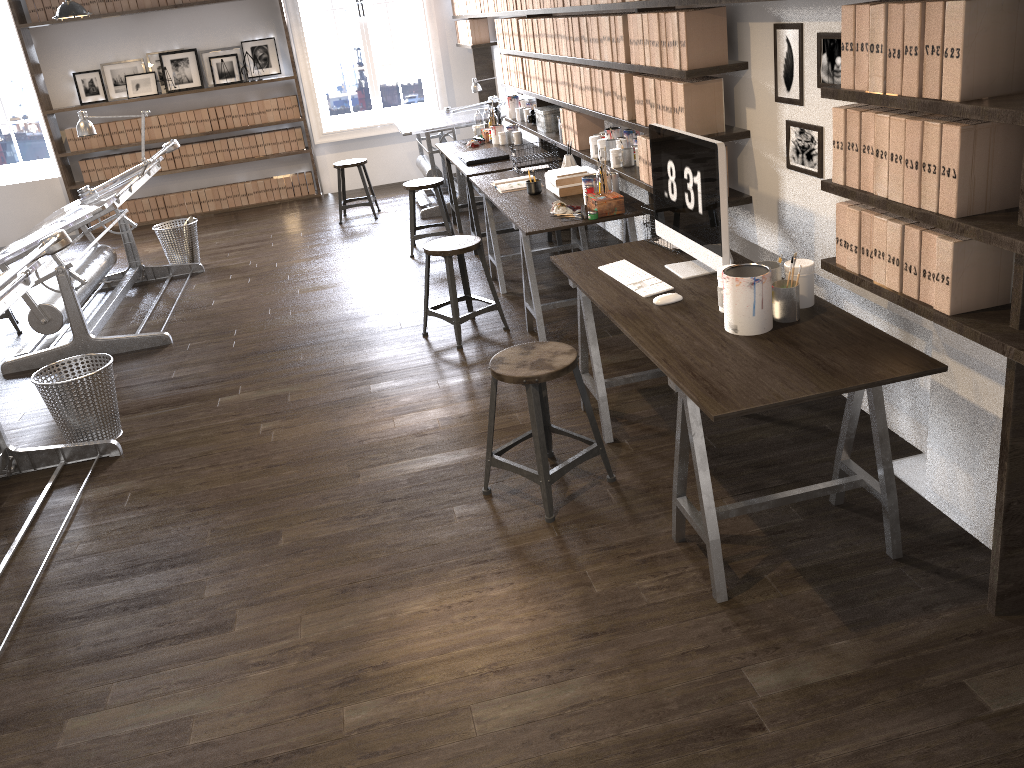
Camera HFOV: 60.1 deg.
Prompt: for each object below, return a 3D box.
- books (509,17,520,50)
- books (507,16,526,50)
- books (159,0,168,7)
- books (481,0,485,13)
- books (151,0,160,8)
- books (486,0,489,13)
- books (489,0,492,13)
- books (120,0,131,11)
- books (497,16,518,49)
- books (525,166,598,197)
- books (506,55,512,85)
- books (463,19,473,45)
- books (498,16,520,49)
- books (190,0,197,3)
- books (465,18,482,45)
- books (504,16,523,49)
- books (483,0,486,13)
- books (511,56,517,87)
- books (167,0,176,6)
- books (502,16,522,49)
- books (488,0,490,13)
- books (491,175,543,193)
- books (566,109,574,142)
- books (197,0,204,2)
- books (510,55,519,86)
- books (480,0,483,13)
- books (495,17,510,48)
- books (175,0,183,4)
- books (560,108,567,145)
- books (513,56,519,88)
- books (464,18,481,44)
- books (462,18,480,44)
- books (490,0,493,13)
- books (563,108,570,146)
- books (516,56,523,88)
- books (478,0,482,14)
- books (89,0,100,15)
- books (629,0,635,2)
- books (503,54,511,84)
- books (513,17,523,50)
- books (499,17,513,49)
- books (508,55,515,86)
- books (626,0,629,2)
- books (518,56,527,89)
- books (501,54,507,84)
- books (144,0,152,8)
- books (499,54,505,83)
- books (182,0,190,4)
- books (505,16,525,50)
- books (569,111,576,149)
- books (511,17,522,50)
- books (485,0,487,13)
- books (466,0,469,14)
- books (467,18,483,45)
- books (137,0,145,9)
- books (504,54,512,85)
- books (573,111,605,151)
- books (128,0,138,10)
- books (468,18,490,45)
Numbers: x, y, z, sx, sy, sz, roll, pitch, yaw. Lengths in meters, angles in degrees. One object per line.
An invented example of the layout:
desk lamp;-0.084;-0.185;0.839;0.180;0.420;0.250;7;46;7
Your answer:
books;0.079;-2.609;6.587;0.175;0.222;0.068;-11;22;-9
books;0.069;-2.638;6.657;0.175;0.222;0.068;-11;22;-9
books;-3.430;-3.816;8.681;0.067;0.222;0.177;-11;22;-8
books;-0.168;-3.243;7.456;0.174;0.222;0.068;-11;22;-9
books;-3.503;-3.803;8.675;0.067;0.221;0.177;-11;22;-8
books;-0.127;-3.165;7.263;0.175;0.222;0.068;-11;22;-9
books;-0.097;-3.117;7.143;0.175;0.221;0.068;-11;22;-9
books;-3.768;-3.749;8.631;0.067;0.222;0.177;-11;22;-8
books;-0.018;-2.790;7.035;0.175;0.221;0.068;-11;22;-9
books;0.272;-1.143;4.944;0.386;0.145;0.299;-11;23;-8
books;0.060;-2.467;6.940;0.175;0.222;0.068;-11;22;-9
books;-0.369;-3.425;8.609;0.175;0.221;0.068;-11;22;-9
books;-0.004;-2.767;6.977;0.175;0.221;0.068;-11;22;-9
books;-3.151;-3.874;8.729;0.067;0.222;0.177;-11;22;-8
books;-0.345;-3.376;8.489;0.175;0.222;0.068;-11;22;-9
books;0.039;-2.691;6.788;0.174;0.222;0.068;-11;22;-9
books;-0.150;-3.218;7.391;0.174;0.222;0.068;-11;22;-9
books;0.098;-2.387;6.743;0.175;0.222;0.068;-11;22;-9
books;-3.358;-3.833;8.697;0.067;0.222;0.177;-11;22;-8
books;0.025;-2.717;6.854;0.175;0.222;0.068;-11;22;-9
books;-0.109;-3.141;7.201;0.175;0.221;0.068;-11;22;-9
books;0.025;-1.206;5.303;0.256;0.029;0.360;-11;23;-8
books;0.439;-1.594;5.488;0.174;0.222;0.068;-11;22;-9
books;-3.085;-3.885;8.733;0.067;0.222;0.177;-11;22;-8
books;0.086;-2.415;6.811;0.174;0.222;0.068;-11;22;-9
books;-0.178;-3.271;7.522;0.175;0.222;0.068;-11;22;-9
books;-0.035;-2.817;7.102;0.175;0.222;0.068;-11;22;-9
books;-3.288;-3.845;8.704;0.067;0.222;0.177;-11;22;-8
books;0.405;-1.644;5.615;0.175;0.222;0.068;-11;22;-9
books;0.113;-2.360;6.677;0.175;0.222;0.068;-11;22;-9
books;-0.354;-3.402;8.551;0.175;0.221;0.068;-11;22;-9
books;-0.385;-3.451;8.675;0.175;0.222;0.068;-11;22;-9
books;-0.084;-3.090;7.076;0.175;0.222;0.068;-11;22;-9
books;0.424;-1.620;5.554;0.175;0.222;0.068;-11;22;-9
books;0.130;-2.338;6.619;0.175;0.221;0.068;-11;22;-9
books;-0.199;-3.298;7.591;0.175;0.222;0.068;-11;22;-9
books;-4.042;-3.694;8.588;0.067;0.221;0.177;-11;22;-8
books;0.607;-1.837;3.955;0.175;0.222;0.068;-11;22;-9
books;0.028;-2.520;7.071;0.175;0.221;0.068;-11;22;-9
books;0.113;-2.554;6.449;0.175;0.221;0.068;-11;22;-9
books;0.005;-2.741;6.915;0.175;0.222;0.068;-11;22;-9
books;0.076;-2.442;6.876;0.174;0.222;0.068;-11;22;-9
books;0.599;-1.862;4.014;0.175;0.221;0.068;-11;22;-9
books;0.146;-2.314;6.559;0.175;0.221;0.068;-11;22;-9
books;0.017;-2.544;7.130;0.175;0.221;0.068;-11;22;-9
books;-3.566;-3.790;8.663;0.067;0.221;0.177;-11;22;-8
books;-0.001;-2.568;7.191;0.175;0.222;0.068;-11;22;-9
books;-3.220;-3.860;8.718;0.067;0.222;0.177;-11;22;-8
books;0.050;-2.663;6.722;0.174;0.222;0.068;-11;22;-9
books;0.450;-1.567;5.422;0.174;0.222;0.068;-11;22;-9
books;0.100;-2.582;6.520;0.175;0.221;0.068;-11;22;-9
books;-0.135;-3.191;7.326;0.175;0.222;0.068;-11;22;-9
books;-0.328;-3.536;8.181;0.175;0.221;0.068;-11;22;-9
books;-0.324;-3.351;8.425;0.174;0.222;0.068;-11;22;-9
books;-3.627;-3.776;8.649;0.067;0.222;0.177;-11;22;-8
books;0.041;-2.493;7.004;0.175;0.222;0.068;-11;22;-9
books;0.469;-1.541;5.357;0.175;0.222;0.068;-11;22;-9
books;-3.697;-3.762;8.638;0.067;0.222;0.177;-11;22;-8
books;-0.311;-3.325;8.361;0.175;0.222;0.068;-11;22;-9
